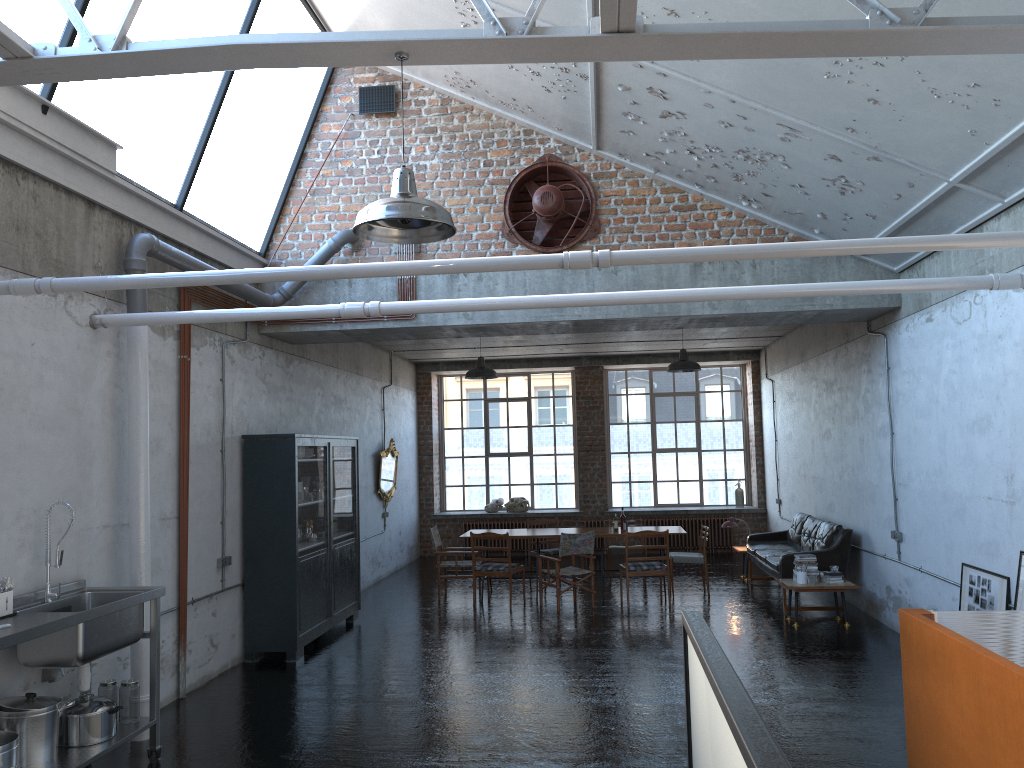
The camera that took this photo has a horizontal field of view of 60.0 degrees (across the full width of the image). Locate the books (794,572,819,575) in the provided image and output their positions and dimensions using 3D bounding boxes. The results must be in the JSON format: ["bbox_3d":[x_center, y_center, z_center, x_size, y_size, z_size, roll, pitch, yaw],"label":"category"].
[{"bbox_3d":[3.432,2.204,10.348,0.255,0.014,0.192,-2,-4,9],"label":"books"}]

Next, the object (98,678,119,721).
[{"bbox_3d":[-2.761,2.163,6.066,0.130,0.285,0.130,-1,-4,-8],"label":"object"}]

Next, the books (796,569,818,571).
[{"bbox_3d":[3.436,2.157,10.348,0.221,0.023,0.147,-2,-4,5],"label":"books"}]

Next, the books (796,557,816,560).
[{"bbox_3d":[3.431,2.031,10.358,0.205,0.020,0.155,-2,-4,6],"label":"books"}]

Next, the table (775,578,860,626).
[{"bbox_3d":[3.509,2.512,10.204,0.811,0.458,0.649,-2,-4,6],"label":"table"}]

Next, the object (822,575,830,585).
[{"bbox_3d":[3.554,2.222,10.029,0.092,0.099,0.092,0,-5,-16],"label":"object"}]

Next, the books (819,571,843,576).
[{"bbox_3d":[3.682,2.191,10.264,0.225,0.029,0.179,-1,-4,-2],"label":"books"}]

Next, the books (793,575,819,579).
[{"bbox_3d":[3.421,2.245,10.330,0.249,0.023,0.175,-2,-4,1],"label":"books"}]

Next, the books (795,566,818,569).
[{"bbox_3d":[3.436,2.138,10.355,0.224,0.021,0.158,-2,-4,6],"label":"books"}]

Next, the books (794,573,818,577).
[{"bbox_3d":[3.421,2.222,10.332,0.249,0.023,0.175,-2,-4,6],"label":"books"}]

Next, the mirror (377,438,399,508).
[{"bbox_3d":[-2.081,1.512,15.074,0.172,1.182,1.339,-2,-4,6],"label":"mirror"}]

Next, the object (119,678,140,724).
[{"bbox_3d":[-2.610,2.158,6.050,0.130,0.285,0.130,-1,-4,-8],"label":"object"}]

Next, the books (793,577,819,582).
[{"bbox_3d":[3.420,2.278,10.329,0.248,0.043,0.192,-2,-4,6],"label":"books"}]

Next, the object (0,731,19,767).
[{"bbox_3d":[-2.979,2.113,4.942,0.403,0.231,0.505,-3,-5,18],"label":"object"}]

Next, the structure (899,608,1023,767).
[{"bbox_3d":[2.925,1.890,4.004,1.272,1.221,2.942,-2,-4,6],"label":"structure"}]

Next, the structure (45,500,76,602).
[{"bbox_3d":[-2.961,1.089,5.813,0.210,0.661,0.039,-2,-4,6],"label":"structure"}]

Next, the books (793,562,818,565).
[{"bbox_3d":[3.427,2.096,10.353,0.244,0.019,0.174,-2,-4,6],"label":"books"}]

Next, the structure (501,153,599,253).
[{"bbox_3d":[0.411,-1.952,9.666,1.058,1.096,0.808,-2,-4,6],"label":"structure"}]

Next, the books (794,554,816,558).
[{"bbox_3d":[3.426,2.010,10.369,0.201,0.024,0.159,-1,-4,-4],"label":"books"}]

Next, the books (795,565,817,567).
[{"bbox_3d":[3.433,2.116,10.351,0.205,0.022,0.155,-2,-4,1],"label":"books"}]

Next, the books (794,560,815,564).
[{"bbox_3d":[3.418,2.075,10.356,0.231,0.023,0.162,-3,-5,21],"label":"books"}]

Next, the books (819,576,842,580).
[{"bbox_3d":[3.680,2.241,10.265,0.166,0.024,0.227,0,-5,-15],"label":"books"}]

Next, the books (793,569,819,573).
[{"bbox_3d":[3.430,2.183,10.351,0.245,0.028,0.193,-2,-4,1],"label":"books"}]

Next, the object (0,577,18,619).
[{"bbox_3d":[-3.065,1.256,5.129,0.166,0.234,0.454,-2,-4,7],"label":"object"}]

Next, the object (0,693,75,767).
[{"bbox_3d":[-2.912,2.066,5.353,0.346,0.394,0.392,-4,-5,30],"label":"object"}]

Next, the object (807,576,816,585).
[{"bbox_3d":[3.392,2.228,10.045,0.092,0.099,0.092,0,-5,-16],"label":"object"}]

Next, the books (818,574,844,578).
[{"bbox_3d":[3.692,2.217,10.267,0.243,0.024,0.175,-2,-4,2],"label":"books"}]

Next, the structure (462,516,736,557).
[{"bbox_3d":[1.647,2.986,17.324,5.349,0.713,0.232,-2,-4,6],"label":"structure"}]

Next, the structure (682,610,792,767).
[{"bbox_3d":[0.881,1.863,2.929,0.119,1.221,5.500,-2,-4,6],"label":"structure"}]

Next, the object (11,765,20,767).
[{"bbox_3d":[-2.717,2.143,4.732,0.202,0.115,0.253,-4,-5,33],"label":"object"}]

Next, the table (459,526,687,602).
[{"bbox_3d":[0.881,2.557,12.620,3.112,0.917,1.067,-2,-4,6],"label":"table"}]

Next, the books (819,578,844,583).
[{"bbox_3d":[3.688,2.269,10.257,0.179,0.034,0.243,-1,-4,-11],"label":"books"}]

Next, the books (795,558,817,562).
[{"bbox_3d":[3.433,2.053,10.366,0.209,0.023,0.167,-2,-4,0],"label":"books"}]

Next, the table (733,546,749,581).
[{"bbox_3d":[3.869,2.766,13.670,0.811,0.458,0.649,-2,-4,6],"label":"table"}]
